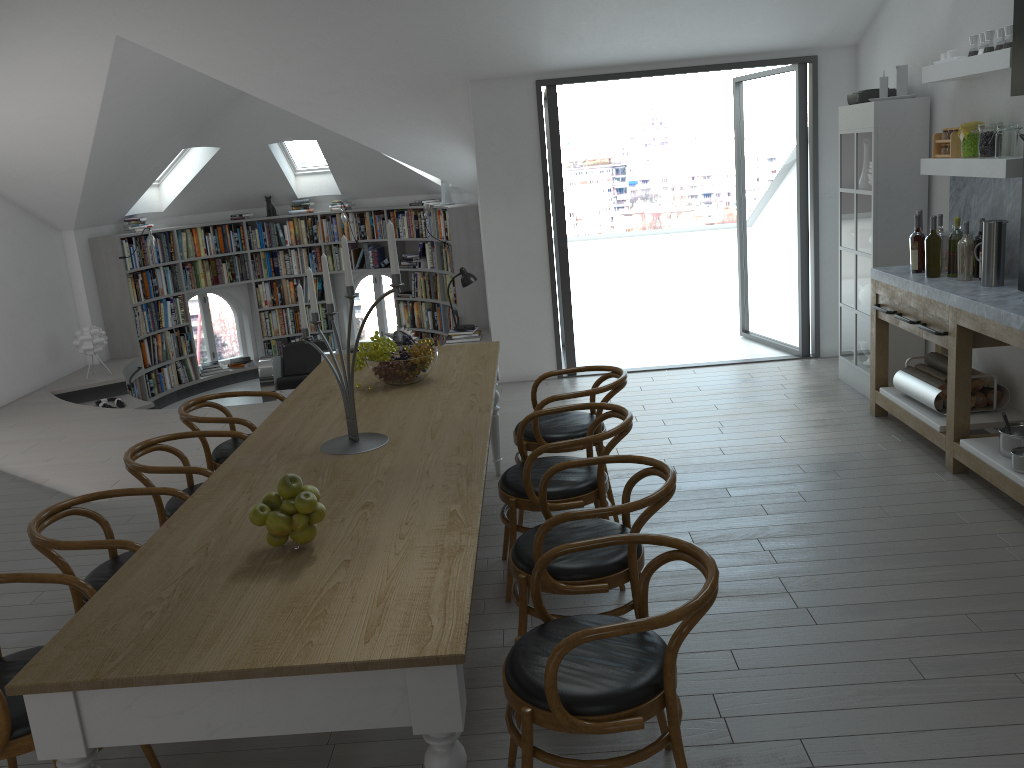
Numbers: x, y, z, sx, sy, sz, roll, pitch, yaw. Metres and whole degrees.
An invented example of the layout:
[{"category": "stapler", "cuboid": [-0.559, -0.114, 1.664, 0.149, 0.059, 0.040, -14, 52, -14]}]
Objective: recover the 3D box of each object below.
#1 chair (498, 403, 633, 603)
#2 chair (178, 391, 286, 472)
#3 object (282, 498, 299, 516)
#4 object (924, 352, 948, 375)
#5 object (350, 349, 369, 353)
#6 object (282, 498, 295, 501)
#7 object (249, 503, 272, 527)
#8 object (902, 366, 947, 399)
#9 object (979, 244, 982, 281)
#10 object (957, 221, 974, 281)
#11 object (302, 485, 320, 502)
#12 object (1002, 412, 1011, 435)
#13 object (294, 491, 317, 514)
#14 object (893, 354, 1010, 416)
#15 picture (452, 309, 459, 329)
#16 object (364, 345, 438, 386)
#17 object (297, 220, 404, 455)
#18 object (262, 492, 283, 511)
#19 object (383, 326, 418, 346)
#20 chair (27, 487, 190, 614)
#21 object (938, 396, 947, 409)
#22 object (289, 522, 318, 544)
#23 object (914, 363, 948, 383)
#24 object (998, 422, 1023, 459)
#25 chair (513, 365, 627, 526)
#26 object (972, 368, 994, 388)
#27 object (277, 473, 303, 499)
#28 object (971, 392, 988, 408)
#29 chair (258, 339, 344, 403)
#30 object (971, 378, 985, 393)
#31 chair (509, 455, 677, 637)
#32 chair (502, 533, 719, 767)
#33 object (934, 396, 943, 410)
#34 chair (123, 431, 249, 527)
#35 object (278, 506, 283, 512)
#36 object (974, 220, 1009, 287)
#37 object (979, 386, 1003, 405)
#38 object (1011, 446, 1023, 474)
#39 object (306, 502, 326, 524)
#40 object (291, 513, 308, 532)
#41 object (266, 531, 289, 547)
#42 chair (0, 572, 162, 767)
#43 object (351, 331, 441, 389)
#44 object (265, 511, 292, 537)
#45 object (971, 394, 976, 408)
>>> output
[{"category": "chair", "cuboid": [0.241, 0.496, 3.899, 0.621, 0.730, 0.531, -5, 13, -1]}, {"category": "chair", "cuboid": [-1.392, 0.432, 4.703, 0.621, 0.730, 0.531, -4, 13, 5]}, {"category": "object", "cuboid": [-0.622, 0.347, 2.498, 0.053, 0.050, 0.053, -12, 15, -26]}, {"category": "object", "cuboid": [2.558, -0.109, 5.241, 0.104, 0.101, 0.294, -5, 14, -1]}, {"category": "object", "cuboid": [-2.062, -0.464, 11.943, 0.226, 0.036, 0.215, 0, 15, 18]}, {"category": "object", "cuboid": [-0.650, 0.340, 2.601, 0.071, 0.063, 0.072, -6, 14, -5]}, {"category": "object", "cuboid": [-0.704, 0.367, 2.482, 0.063, 0.063, 0.062, -15, 16, -35]}, {"category": "object", "cuboid": [2.430, -0.012, 5.198, 0.092, 0.093, 0.440, -5, 14, -1]}, {"category": "object", "cuboid": [2.593, -0.727, 4.826, 0.081, 0.327, 0.082, 2, 15, 28]}, {"category": "object", "cuboid": [2.495, -0.730, 4.877, 0.085, 0.329, 0.086, -3, 13, 10]}, {"category": "object", "cuboid": [-0.588, 0.327, 2.561, 0.066, 0.071, 0.073, -12, 15, -28]}, {"category": "object", "cuboid": [2.454, 0.237, 4.347, 0.051, 0.151, 0.191, -5, 14, 2]}, {"category": "object", "cuboid": [-0.575, 0.332, 2.474, 0.062, 0.059, 0.062, -4, 14, 2]}, {"category": "object", "cuboid": [2.555, 0.002, 5.184, 0.429, 0.230, 0.531, -5, 14, -1]}, {"category": "picture", "cuboid": [-0.641, -0.391, 10.200, 0.090, 0.857, 0.582, -7, 13, -8]}, {"category": "object", "cuboid": [-0.531, -0.075, 4.335, 0.360, 0.158, 0.362, -9, 15, -17]}, {"category": "object", "cuboid": [-0.621, -0.172, 3.307, 0.266, 0.869, 0.778, -11, 15, -23]}, {"category": "object", "cuboid": [-0.683, 0.336, 2.528, 0.058, 0.057, 0.053, -1, 14, 16]}, {"category": "object", "cuboid": [-1.040, -0.278, 8.404, 0.321, 0.559, 0.322, -11, 14, -25]}, {"category": "chair", "cuboid": [-1.382, 0.794, 3.284, 0.621, 0.730, 0.531, -6, 13, -3]}, {"category": "object", "cuboid": [2.474, 0.063, 5.210, 0.067, 0.067, 0.425, -5, 14, -1]}, {"category": "object", "cuboid": [-0.595, 0.418, 2.529, 0.080, 0.073, 0.078, -17, 18, -42]}, {"category": "object", "cuboid": [2.506, -0.040, 5.220, 0.101, 0.086, 0.365, -5, 14, -1]}, {"category": "object", "cuboid": [2.562, 0.264, 4.320, 0.379, 0.163, 0.224, -7, 14, -9]}, {"category": "chair", "cuboid": [0.308, 0.311, 4.604, 0.621, 0.730, 0.531, -5, 13, 2]}, {"category": "object", "cuboid": [2.683, -0.060, 5.189, 0.071, 0.072, 0.425, -5, 14, -1]}, {"category": "object", "cuboid": [-0.633, 0.292, 2.526, 0.072, 0.074, 0.073, -5, 13, 2]}, {"category": "object", "cuboid": [2.632, 0.035, 5.224, 0.091, 0.089, 0.458, -5, 14, -1]}, {"category": "chair", "cuboid": [-2.302, -0.076, 9.844, 0.823, 0.715, 0.746, -6, 14, -3]}, {"category": "object", "cuboid": [2.608, -0.034, 5.213, 0.115, 0.079, 0.438, -5, 14, -1]}, {"category": "chair", "cuboid": [0.293, 0.674, 3.187, 0.621, 0.730, 0.531, -4, 13, 5]}, {"category": "chair", "cuboid": [0.275, 0.855, 2.482, 0.621, 0.730, 0.531, -5, 13, -2]}, {"category": "object", "cuboid": [2.393, 0.068, 5.209, 0.067, 0.067, 0.425, -5, 14, -1]}, {"category": "chair", "cuboid": [-1.359, 0.611, 3.993, 0.621, 0.730, 0.531, -5, 13, 2]}, {"category": "object", "cuboid": [-0.695, 0.373, 2.567, 0.071, 0.072, 0.071, -14, 16, -33]}, {"category": "object", "cuboid": [2.530, -0.691, 4.672, 0.114, 0.337, 0.165, -4, 13, 5]}, {"category": "object", "cuboid": [2.718, 0.021, 5.218, 0.091, 0.091, 0.440, -5, 14, -1]}, {"category": "object", "cuboid": [2.454, 0.344, 4.124, 0.261, 0.112, 0.154, -7, 14, -9]}, {"category": "object", "cuboid": [-0.560, 0.366, 2.516, 0.062, 0.059, 0.062, -4, 14, 6]}, {"category": "object", "cuboid": [-0.592, 0.385, 2.470, 0.051, 0.052, 0.053, -7, 14, -6]}, {"category": "object", "cuboid": [-0.668, 0.432, 2.526, 0.063, 0.063, 0.064, -2, 14, 13]}, {"category": "chair", "cuboid": [-1.458, 0.980, 2.581, 0.621, 0.730, 0.531, -4, 13, 4]}, {"category": "object", "cuboid": [-0.562, -0.137, 4.336, 0.395, 0.282, 0.293, -14, 16, -33]}, {"category": "object", "cuboid": [-0.647, 0.388, 2.470, 0.076, 0.076, 0.077, -13, 16, -30]}, {"category": "object", "cuboid": [2.549, 0.048, 5.205, 0.093, 0.083, 0.482, -5, 14, -1]}]
